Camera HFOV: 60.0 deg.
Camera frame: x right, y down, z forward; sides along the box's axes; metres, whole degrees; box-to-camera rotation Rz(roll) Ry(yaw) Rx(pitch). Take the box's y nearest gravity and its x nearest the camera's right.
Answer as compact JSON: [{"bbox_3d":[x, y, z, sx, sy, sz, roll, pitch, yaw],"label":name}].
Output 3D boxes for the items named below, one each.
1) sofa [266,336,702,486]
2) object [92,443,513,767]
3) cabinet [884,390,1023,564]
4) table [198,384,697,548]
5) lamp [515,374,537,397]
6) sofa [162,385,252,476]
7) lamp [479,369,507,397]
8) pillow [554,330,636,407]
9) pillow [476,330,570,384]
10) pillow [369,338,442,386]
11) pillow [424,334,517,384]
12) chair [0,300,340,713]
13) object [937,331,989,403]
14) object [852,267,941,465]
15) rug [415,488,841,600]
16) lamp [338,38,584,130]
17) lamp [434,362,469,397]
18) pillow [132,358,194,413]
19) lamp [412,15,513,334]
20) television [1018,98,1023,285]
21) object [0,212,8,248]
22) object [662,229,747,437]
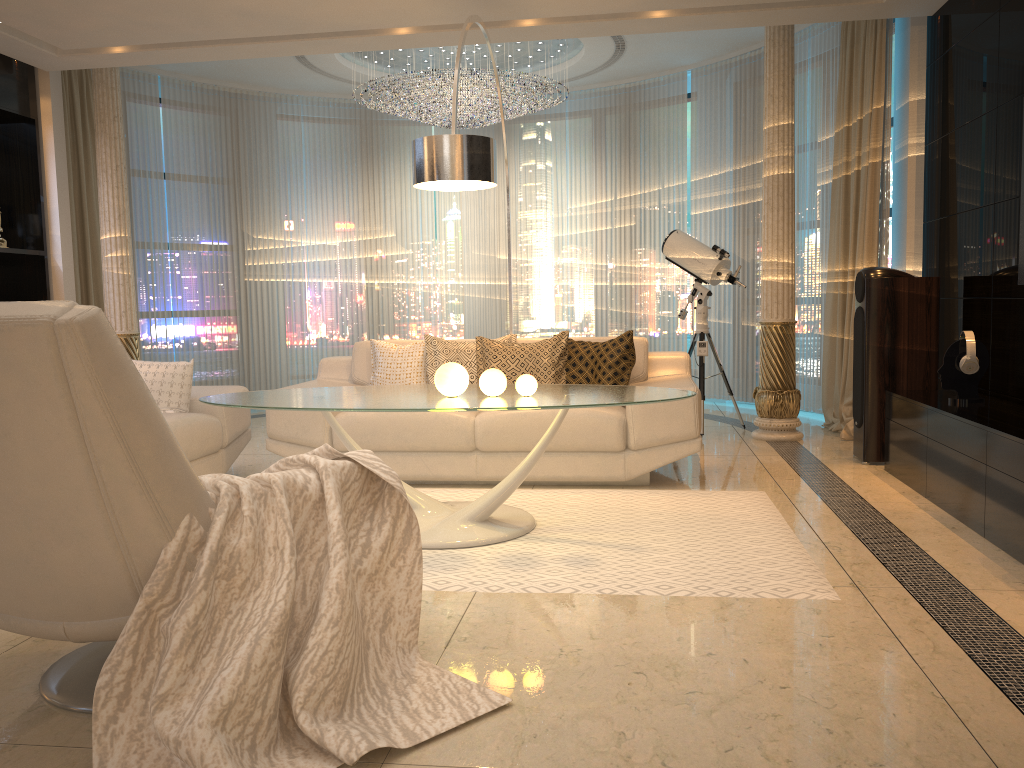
[{"bbox_3d":[-0.116,0.123,5.151,2.328,0.754,1.145,-1,5,8],"label":"sofa"},{"bbox_3d":[-0.772,0.477,2.294,0.972,0.580,1.347,-6,7,-45],"label":"object"},{"bbox_3d":[2.065,0.386,3.452,0.416,0.444,2.842,-1,5,8],"label":"cabinet"},{"bbox_3d":[-0.296,0.326,3.809,2.140,0.565,0.999,-1,5,7],"label":"table"},{"bbox_3d":[0.059,0.005,3.639,0.090,0.091,0.090,-4,6,-31],"label":"lamp"},{"bbox_3d":[-2.233,0.262,4.141,1.145,0.754,2.328,-1,5,8],"label":"sofa"},{"bbox_3d":[-0.078,-0.006,3.657,0.115,0.115,0.115,2,6,33],"label":"lamp"},{"bbox_3d":[0.457,-0.090,5.038,0.575,0.436,0.301,3,7,39],"label":"pillow"},{"bbox_3d":[0.062,-0.089,5.118,0.575,0.436,0.301,0,5,14],"label":"pillow"},{"bbox_3d":[-0.641,-0.080,5.262,0.463,0.380,0.222,0,5,12],"label":"pillow"},{"bbox_3d":[-0.243,-0.087,5.235,0.587,0.429,0.288,-3,5,-17],"label":"pillow"},{"bbox_3d":[-0.988,0.287,2.252,1.027,0.991,0.983,-1,5,7],"label":"chair"},{"bbox_3d":[2.189,-0.084,4.272,0.197,0.343,0.197,-4,6,-27],"label":"object"},{"bbox_3d":[2.229,-0.112,5.105,0.468,1.127,0.285,-1,5,8],"label":"object"},{"bbox_3d":[-0.267,0.621,3.823,2.900,0.020,1.661,-1,5,8],"label":"rug"},{"bbox_3d":[-0.433,-2.533,7.563,2.109,0.685,2.109,-5,7,-37],"label":"lamp"},{"bbox_3d":[-0.250,-0.018,3.680,0.143,0.143,0.143,-2,5,-8],"label":"lamp"},{"bbox_3d":[-1.979,0.005,4.777,0.521,0.325,0.281,0,5,17],"label":"pillow"},{"bbox_3d":[-0.149,-0.746,4.961,0.393,2.519,2.009,-1,5,8],"label":"lamp"},{"bbox_3d":[2.237,-0.806,3.344,0.055,0.839,1.358,-1,5,8],"label":"television"},{"bbox_3d":[-3.478,-1.055,5.959,0.116,0.293,0.182,-1,5,5],"label":"object"},{"bbox_3d":[1.345,-0.374,6.297,0.616,1.471,0.570,0,5,14],"label":"object"}]
